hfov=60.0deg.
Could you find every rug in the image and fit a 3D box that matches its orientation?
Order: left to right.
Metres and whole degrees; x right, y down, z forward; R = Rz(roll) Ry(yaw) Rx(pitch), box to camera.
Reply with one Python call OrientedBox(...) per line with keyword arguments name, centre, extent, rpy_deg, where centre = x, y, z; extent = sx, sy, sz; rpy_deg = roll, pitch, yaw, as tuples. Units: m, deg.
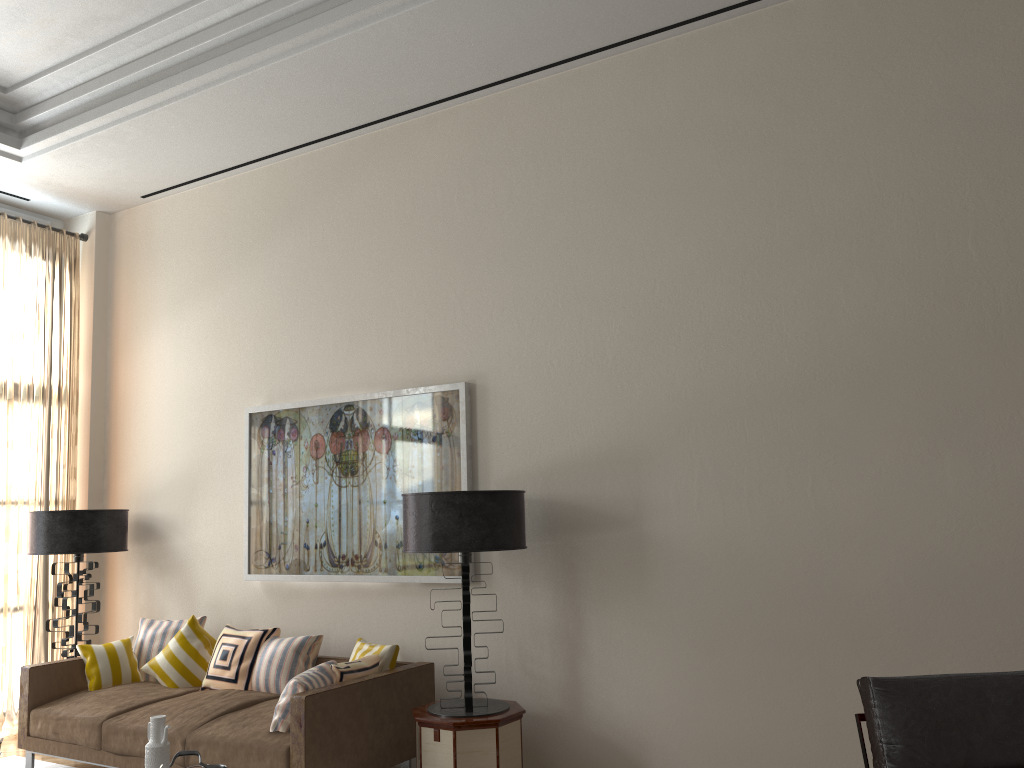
OrientedBox(name="rug", centre=(-3.100, 2.455, 3.558), extent=(5.738, 0.065, 5.531), rpy_deg=(-7, -10, 30))

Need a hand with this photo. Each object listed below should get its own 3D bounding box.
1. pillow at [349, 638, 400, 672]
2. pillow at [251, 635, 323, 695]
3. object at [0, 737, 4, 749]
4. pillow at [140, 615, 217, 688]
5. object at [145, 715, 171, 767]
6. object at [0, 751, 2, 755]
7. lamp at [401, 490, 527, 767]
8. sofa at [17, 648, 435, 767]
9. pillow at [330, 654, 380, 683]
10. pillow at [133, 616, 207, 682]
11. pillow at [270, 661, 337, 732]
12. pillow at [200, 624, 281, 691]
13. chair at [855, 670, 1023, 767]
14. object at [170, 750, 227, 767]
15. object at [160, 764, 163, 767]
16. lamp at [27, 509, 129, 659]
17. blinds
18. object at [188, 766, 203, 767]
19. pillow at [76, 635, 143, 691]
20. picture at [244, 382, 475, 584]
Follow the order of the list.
OrientedBox(name="pillow", centre=(-1.043, 2.103, 6.390), extent=(0.296, 0.474, 0.517), rpy_deg=(4, -10, -38))
OrientedBox(name="pillow", centre=(-1.783, 2.226, 6.834), extent=(0.660, 0.564, 0.372), rpy_deg=(-6, -8, 26))
OrientedBox(name="object", centre=(-2.624, 1.892, 4.471), extent=(0.098, 0.191, 0.098), rpy_deg=(3, -9, -33))
OrientedBox(name="pillow", centre=(-2.643, 2.211, 7.256), extent=(0.767, 0.615, 0.357), rpy_deg=(0, -8, -15))
OrientedBox(name="object", centre=(-1.728, 1.780, 4.322), extent=(0.113, 0.304, 0.126), rpy_deg=(1, -8, -22))
OrientedBox(name="object", centre=(-2.469, 1.844, 4.185), extent=(0.098, 0.191, 0.098), rpy_deg=(-6, -8, 30))
OrientedBox(name="lamp", centre=(-0.294, 1.726, 5.821), extent=(0.831, 2.011, 0.831), rpy_deg=(-6, -8, 31))
OrientedBox(name="sofa", centre=(-2.179, 2.512, 6.610), extent=(2.983, 0.817, 1.355), rpy_deg=(-7, -9, 30))
OrientedBox(name="pillow", centre=(-1.138, 2.088, 6.057), extent=(0.304, 0.410, 0.465), rpy_deg=(-6, -9, 29))
OrientedBox(name="pillow", centre=(-2.943, 2.276, 7.523), extent=(0.624, 0.574, 0.356), rpy_deg=(-3, -7, 9))
OrientedBox(name="pillow", centre=(-1.357, 2.047, 5.763), extent=(0.327, 0.426, 0.499), rpy_deg=(-4, -8, 18))
OrientedBox(name="pillow", centre=(-2.142, 2.195, 6.984), extent=(0.618, 0.545, 0.404), rpy_deg=(-7, -9, 34))
OrientedBox(name="chair", centre=(1.929, 1.731, 3.297), extent=(0.877, 1.131, 1.138), rpy_deg=(-1, -8, -4))
OrientedBox(name="object", centre=(-1.615, 1.864, 4.158), extent=(0.441, 0.101, 0.723), rpy_deg=(-1, -8, -6))
OrientedBox(name="object", centre=(-1.718, 1.854, 4.150), extent=(0.136, 0.105, 0.176), rpy_deg=(-6, -9, 27))
OrientedBox(name="lamp", centre=(-3.917, 2.154, 7.974), extent=(0.831, 2.011, 0.831), rpy_deg=(-7, -9, 35))
OrientedBox(name="blinds", centre=(-4.693, 0.843, 8.331), extent=(0.419, 4.857, 1.244), rpy_deg=(-6, -8, 32))
OrientedBox(name="object", centre=(-1.532, 1.887, 4.278), extent=(0.176, 0.067, 0.176), rpy_deg=(-6, -10, 29))
OrientedBox(name="pillow", centre=(-3.273, 2.307, 7.254), extent=(0.318, 0.431, 0.483), rpy_deg=(-8, -10, 40))
OrientedBox(name="picture", centre=(-1.295, 0.831, 7.096), extent=(2.269, 1.475, 0.080), rpy_deg=(-6, -8, 29))
